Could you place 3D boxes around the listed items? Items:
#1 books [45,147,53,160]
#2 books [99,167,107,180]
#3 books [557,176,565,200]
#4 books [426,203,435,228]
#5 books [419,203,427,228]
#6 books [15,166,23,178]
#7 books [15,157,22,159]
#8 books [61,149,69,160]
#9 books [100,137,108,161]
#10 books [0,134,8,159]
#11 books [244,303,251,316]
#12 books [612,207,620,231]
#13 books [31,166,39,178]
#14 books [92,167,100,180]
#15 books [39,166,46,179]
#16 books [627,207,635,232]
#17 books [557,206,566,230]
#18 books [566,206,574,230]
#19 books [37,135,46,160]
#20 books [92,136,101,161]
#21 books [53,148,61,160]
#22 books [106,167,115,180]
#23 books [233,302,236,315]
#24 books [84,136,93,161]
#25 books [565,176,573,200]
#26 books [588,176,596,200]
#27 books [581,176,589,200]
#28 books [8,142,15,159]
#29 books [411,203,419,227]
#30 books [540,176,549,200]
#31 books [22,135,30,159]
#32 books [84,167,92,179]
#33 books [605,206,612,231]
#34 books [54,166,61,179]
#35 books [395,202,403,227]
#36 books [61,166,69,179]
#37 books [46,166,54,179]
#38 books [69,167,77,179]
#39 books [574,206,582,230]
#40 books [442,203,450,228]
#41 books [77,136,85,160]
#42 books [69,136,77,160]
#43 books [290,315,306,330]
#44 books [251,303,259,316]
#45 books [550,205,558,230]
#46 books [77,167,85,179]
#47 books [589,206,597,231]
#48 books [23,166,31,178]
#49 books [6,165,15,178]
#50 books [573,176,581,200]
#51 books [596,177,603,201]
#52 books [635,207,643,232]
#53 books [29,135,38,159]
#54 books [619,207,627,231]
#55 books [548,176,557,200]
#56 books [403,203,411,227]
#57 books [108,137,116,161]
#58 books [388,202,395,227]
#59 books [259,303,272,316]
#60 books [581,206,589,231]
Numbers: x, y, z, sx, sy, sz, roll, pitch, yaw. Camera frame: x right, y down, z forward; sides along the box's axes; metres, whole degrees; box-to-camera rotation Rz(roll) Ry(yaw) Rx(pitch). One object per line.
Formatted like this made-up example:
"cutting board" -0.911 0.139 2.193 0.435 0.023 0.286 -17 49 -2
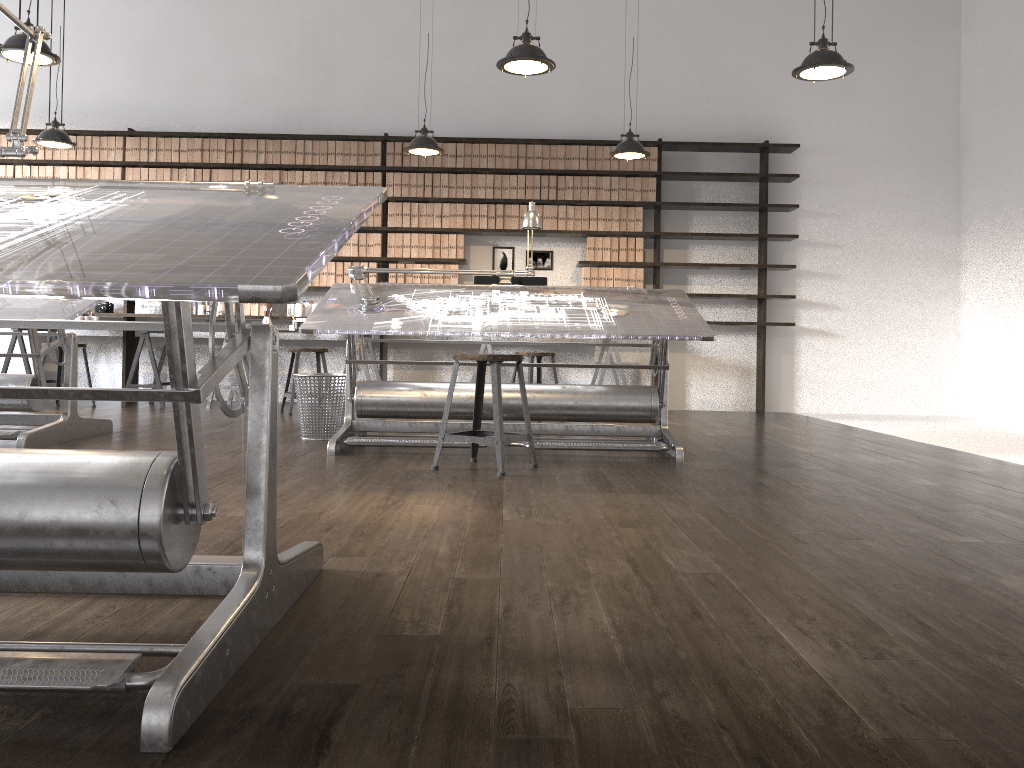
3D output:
"books" -4.170 -2.131 8.064 0.067 0.226 0.174 1 0 0
"books" -3.683 -1.845 8.061 0.067 0.225 0.174 1 0 0
"books" 0.445 -1.769 8.076 0.067 0.226 0.174 1 0 0
"books" -0.738 -1.521 8.067 0.067 0.226 0.174 1 0 0
"books" -0.808 -1.523 8.069 0.067 0.226 0.174 1 0 0
"books" -4.442 -1.859 8.061 0.067 0.226 0.174 1 0 0
"books" -4.442 -2.136 8.058 0.067 0.226 0.174 1 0 0
"books" -4.030 -2.128 8.062 0.067 0.226 0.174 1 0 0
"books" -3.678 -2.122 8.067 0.067 0.226 0.174 1 0 0
"books" -4.581 -2.139 8.063 0.067 0.226 0.174 1 0 0
"books" -2.383 -0.730 8.053 0.067 0.226 0.174 1 0 0
"books" 0.936 -1.490 8.067 0.067 0.226 0.174 1 0 0
"books" -4.300 -1.856 8.061 0.067 0.226 0.174 1 0 0
"books" -3.750 -1.846 8.056 0.067 0.226 0.174 1 0 0
"books" -4.229 -1.855 8.061 0.067 0.226 0.174 1 0 0
"books" 1.075 -1.488 8.074 0.067 0.226 0.174 1 0 0
"books" 0.452 -1.499 8.066 0.067 0.226 0.174 1 0 0
"books" 0.524 -1.498 8.069 0.067 0.226 0.174 1 0 0
"books" -4.240 -2.132 8.059 0.067 0.226 0.174 1 0 0
"books" -3.748 -2.123 8.065 0.067 0.226 0.174 1 0 0
"books" -4.100 -2.130 8.066 0.067 0.226 0.174 1 0 0
"books" -3.621 -1.843 8.060 0.067 0.225 0.174 1 0 0
"books" -2.521 -0.732 8.047 0.067 0.226 0.174 1 0 0
"books" -3.822 -2.125 8.064 0.067 0.225 0.174 1 0 0
"books" 0.516 -1.767 8.071 0.067 0.226 0.174 1 0 0
"books" 0.725 -1.763 8.070 0.067 0.226 0.174 1 0 0
"books" 0.658 -1.765 8.076 0.067 0.226 0.174 1 0 0
"books" -4.510 -2.137 8.063 0.067 0.226 0.174 1 0 0
"books" -0.877 -1.524 8.065 0.067 0.226 0.174 1 0 0
"books" 0.296 -1.771 8.075 0.067 0.225 0.174 1 0 0
"books" -4.375 -2.135 8.062 0.067 0.225 0.174 1 0 0
"books" -3.820 -1.847 8.063 0.067 0.226 0.174 1 0 0
"books" 0.869 -1.492 8.072 0.067 0.225 0.174 1 0 0
"books" -4.095 -1.852 8.060 0.067 0.225 0.174 1 0 0
"books" -1.022 -1.526 8.061 0.067 0.226 0.174 1 0 0
"books" -4.032 -1.851 8.059 0.067 0.225 0.174 1 0 0
"books" -4.162 -1.853 8.055 0.067 0.226 0.174 1 0 0
"books" -3.960 -1.850 8.057 0.067 0.226 0.174 1 0 0
"books" 0.594 -1.497 8.073 0.067 0.226 0.174 1 0 0
"books" -0.595 -1.519 8.066 0.067 0.225 0.174 1 0 0
"books" -3.886 -2.125 8.059 0.067 0.226 0.174 1 0 0
"books" -3.958 -2.127 8.059 0.067 0.226 0.174 1 0 0
"books" -1.780 -0.528 7.730 0.294 0.147 0.385 1 2 0
"books" -2.312 -0.729 8.049 0.067 0.226 0.174 1 0 0
"books" 0.380 -1.501 8.065 0.067 0.226 0.174 1 0 0
"books" -3.890 -1.848 8.061 0.067 0.226 0.174 1 0 0
"books" 0.734 -1.494 8.068 0.067 0.226 0.174 1 0 0
"books" -4.371 -1.857 8.056 0.067 0.226 0.174 1 0 0
"books" -4.517 -1.860 8.055 0.067 0.226 0.174 1 0 0
"books" 0.587 -1.766 8.075 0.067 0.226 0.174 1 0 0
"books" 0.792 -1.762 8.075 0.067 0.225 0.174 1 0 0
"books" 1.145 -1.487 8.070 0.067 0.226 0.174 1 0 0
"books" -4.313 -2.133 8.061 0.067 0.225 0.174 1 0 0
"books" 1.004 -1.489 8.073 0.067 0.226 0.174 1 0 0
"books" 0.370 -1.770 8.070 0.067 0.226 0.174 1 0 0
"books" -0.950 -1.525 8.061 0.067 0.226 0.174 1 0 0
"books" -3.608 -2.121 8.063 0.067 0.226 0.174 1 0 0
"books" -1.085 -1.528 8.065 0.067 0.225 0.174 1 0 0
"books" -2.241 -0.728 8.054 0.067 0.226 0.174 1 0 0
"books" 0.664 -1.496 8.072 0.067 0.226 0.174 1 0 0
